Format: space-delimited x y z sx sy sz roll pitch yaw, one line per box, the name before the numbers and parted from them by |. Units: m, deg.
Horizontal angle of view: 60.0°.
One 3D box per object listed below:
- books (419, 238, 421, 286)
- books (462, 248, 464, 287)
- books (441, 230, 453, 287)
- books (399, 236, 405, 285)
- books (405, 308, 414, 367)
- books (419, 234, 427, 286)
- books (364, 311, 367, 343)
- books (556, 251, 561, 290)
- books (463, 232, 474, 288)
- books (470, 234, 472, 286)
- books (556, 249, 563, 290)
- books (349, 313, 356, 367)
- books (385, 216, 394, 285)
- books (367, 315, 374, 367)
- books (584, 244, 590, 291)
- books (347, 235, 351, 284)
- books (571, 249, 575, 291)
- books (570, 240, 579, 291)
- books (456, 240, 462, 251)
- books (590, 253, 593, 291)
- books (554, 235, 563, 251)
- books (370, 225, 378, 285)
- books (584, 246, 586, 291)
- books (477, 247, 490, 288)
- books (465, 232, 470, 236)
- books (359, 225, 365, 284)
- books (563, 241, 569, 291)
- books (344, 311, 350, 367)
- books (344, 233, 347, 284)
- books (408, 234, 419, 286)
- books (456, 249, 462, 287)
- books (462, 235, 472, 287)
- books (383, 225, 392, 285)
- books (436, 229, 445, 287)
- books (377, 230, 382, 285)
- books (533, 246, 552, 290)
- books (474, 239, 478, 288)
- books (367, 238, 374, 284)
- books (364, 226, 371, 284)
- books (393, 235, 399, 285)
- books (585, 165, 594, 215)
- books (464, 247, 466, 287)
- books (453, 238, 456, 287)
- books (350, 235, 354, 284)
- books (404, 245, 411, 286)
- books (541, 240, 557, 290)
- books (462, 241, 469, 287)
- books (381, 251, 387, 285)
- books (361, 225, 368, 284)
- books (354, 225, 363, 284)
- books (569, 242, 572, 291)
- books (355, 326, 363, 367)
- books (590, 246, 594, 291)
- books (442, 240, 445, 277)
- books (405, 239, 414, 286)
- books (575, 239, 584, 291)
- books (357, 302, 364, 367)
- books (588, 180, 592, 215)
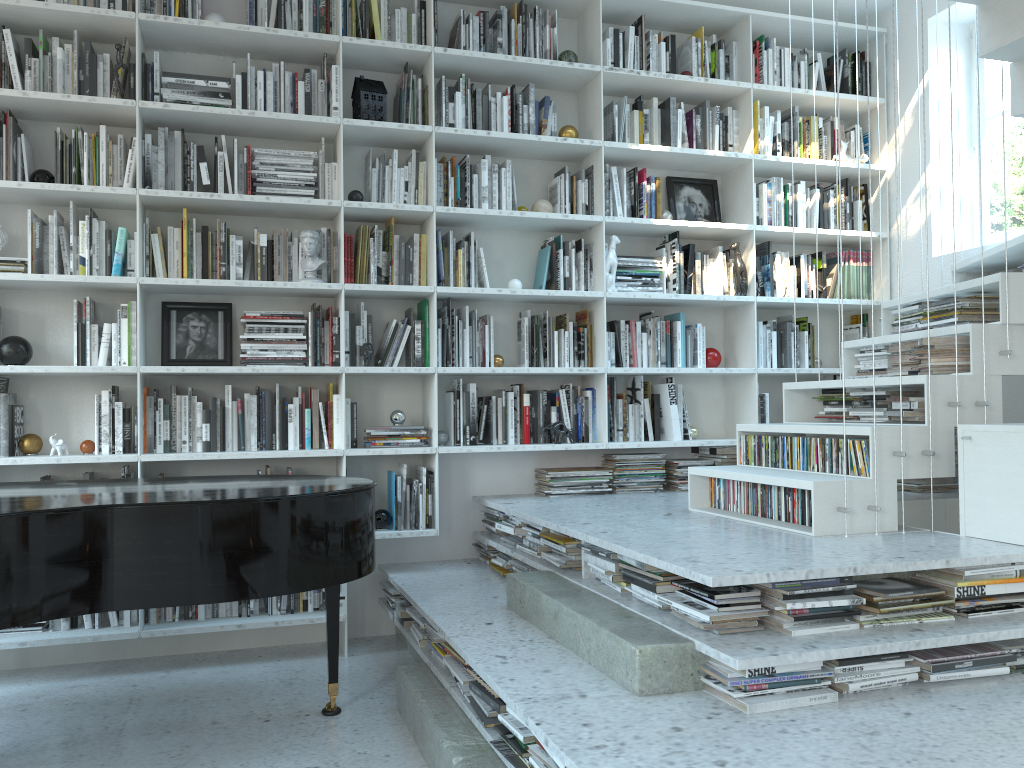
books | -0.457 -0.561 4.245 0.019 0.247 0.149 0 -1 -18
books | -0.257 -0.543 4.295 0.014 0.209 0.156 0 -1 -18
books | -0.313 -0.578 4.252 0.013 0.279 0.191 0 -1 -18
books | -0.533 -0.559 4.182 0.027 0.242 0.188 0 -1 -18
books | -0.489 -0.213 4.219 0.013 0.285 0.138 0 -1 -18
books | -0.437 -0.571 4.249 0.033 0.268 0.142 0 -1 -18
books | -0.698 -0.202 4.157 0.012 0.266 0.157 0 -1 -18
books | 0.208 -0.545 4.434 0.006 0.209 0.188 0 -1 -18
books | -0.211 -0.582 4.311 0.013 0.287 0.159 0 -1 -18
books | -0.220 -0.575 4.308 0.006 0.273 0.167 0 -1 -18
books | 0.216 -0.549 4.437 0.013 0.219 0.187 0 -1 -18
books | -0.754 -0.196 4.135 0.028 0.253 0.142 0 -1 -18
books | -0.580 -0.606 4.190 0.021 0.337 0.169 0 -1 -18
books | -0.675 -0.194 4.165 0.035 0.248 0.141 0 -1 -18
books | 0.356 -0.567 4.474 0.011 0.252 0.169 0 -1 -18
books | -0.771 -0.559 4.141 0.014 0.244 0.145 0 -1 -18
books | 0.280 -0.552 4.452 0.012 0.224 0.178 0 -1 -18
books | 0.293 -0.577 4.473 0.032 0.274 0.154 0 -1 -18
books | -0.267 -0.559 4.291 0.008 0.242 0.169 0 -1 -18
books | 0.368 -0.546 4.494 0.023 0.212 0.164 0 -1 -18
books | 0.224 -0.587 4.457 0.013 0.295 0.154 0 -1 -18
books | -0.652 -0.584 4.162 0.019 0.294 0.163 0 -1 -18
books | 0.339 -0.562 4.487 0.013 0.244 0.158 0 -1 -18
books | -0.155 -0.543 4.307 0.051 0.210 0.176 0 -1 -18
books | -0.212 -0.587 4.354 0.011 0.300 0.088 0 -1 -18
books | -0.715 -0.583 4.155 0.035 0.293 0.145 0 -1 -18
books | 0.249 -0.571 4.450 0.018 0.263 0.165 0 -1 -18
books | -0.780 -0.201 4.130 0.024 0.263 0.154 0 -1 -18
books | -0.787 -0.564 4.137 0.015 0.255 0.150 0 -1 -18
books | -0.470 -0.571 4.226 0.032 0.266 0.143 0 -1 -18
books | -0.271 -0.535 4.262 0.017 0.192 0.191 0 -1 -18
books | -0.223 -0.573 4.300 0.006 0.270 0.178 0 -1 -18
books | -0.586 -0.584 4.168 0.019 0.293 0.182 0 -1 -18
books | -0.360 -0.582 4.253 0.035 0.287 0.191 0 -1 -18
books | -0.640 -0.575 4.190 0.035 0.278 0.139 0 -1 -18
books | 0.148 -0.559 4.429 0.056 0.241 0.153 0 -1 -18
books | -0.192 -0.565 4.325 0.007 0.254 0.161 0 -1 -18
books | -0.669 -0.553 4.159 0.015 0.231 0.180 0 -1 -18
books | -0.691 -0.583 4.162 0.035 0.293 0.145 0 -1 -18
books | -0.563 -0.563 4.198 0.033 0.253 0.174 0 -1 -18
books | 0.377 -0.948 4.490 0.005 0.278 0.182 0 -1 -18
books | -0.244 -0.544 4.290 0.007 0.211 0.158 0 -1 -18
books | -0.295 -0.566 4.287 0.013 0.256 0.144 0 -1 -18
books | -0.760 -0.560 4.156 0.013 0.247 0.176 0 -1 -18
books | -0.512 -0.540 4.197 0.034 0.204 0.181 0 -1 -18
books | 0.185 -0.572 4.434 0.021 0.264 0.174 0 -1 -18
books | -0.237 -0.560 4.305 0.017 0.243 0.132 0 -1 -18
books | -0.616 -0.527 4.199 0.030 0.181 0.131 0 -1 -18
books | -0.698 -0.583 4.144 0.035 0.293 0.145 0 -1 -18
books | -0.724 -0.583 4.140 0.035 0.293 0.145 0 -1 -18
books | 0.265 -0.570 4.456 0.015 0.259 0.152 0 -1 -18
books | -0.721 -0.166 4.123 0.027 0.192 0.182 0 -1 -18
books | 0.386 -0.563 4.490 0.010 0.245 0.158 0 -1 -18
books | -0.345 -0.560 4.278 0.007 0.244 0.145 0 -1 -18
books | -0.494 -0.557 4.223 0.028 0.239 0.145 0 -1 -18
books | 0.321 -0.577 4.459 0.012 0.273 0.184 0 -1 -18
books | -0.707 -0.223 4.145 0.013 0.307 0.141 0 -1 -18
books | 0.367 -0.912 4.493 0.012 0.206 0.169 0 -1 -18
